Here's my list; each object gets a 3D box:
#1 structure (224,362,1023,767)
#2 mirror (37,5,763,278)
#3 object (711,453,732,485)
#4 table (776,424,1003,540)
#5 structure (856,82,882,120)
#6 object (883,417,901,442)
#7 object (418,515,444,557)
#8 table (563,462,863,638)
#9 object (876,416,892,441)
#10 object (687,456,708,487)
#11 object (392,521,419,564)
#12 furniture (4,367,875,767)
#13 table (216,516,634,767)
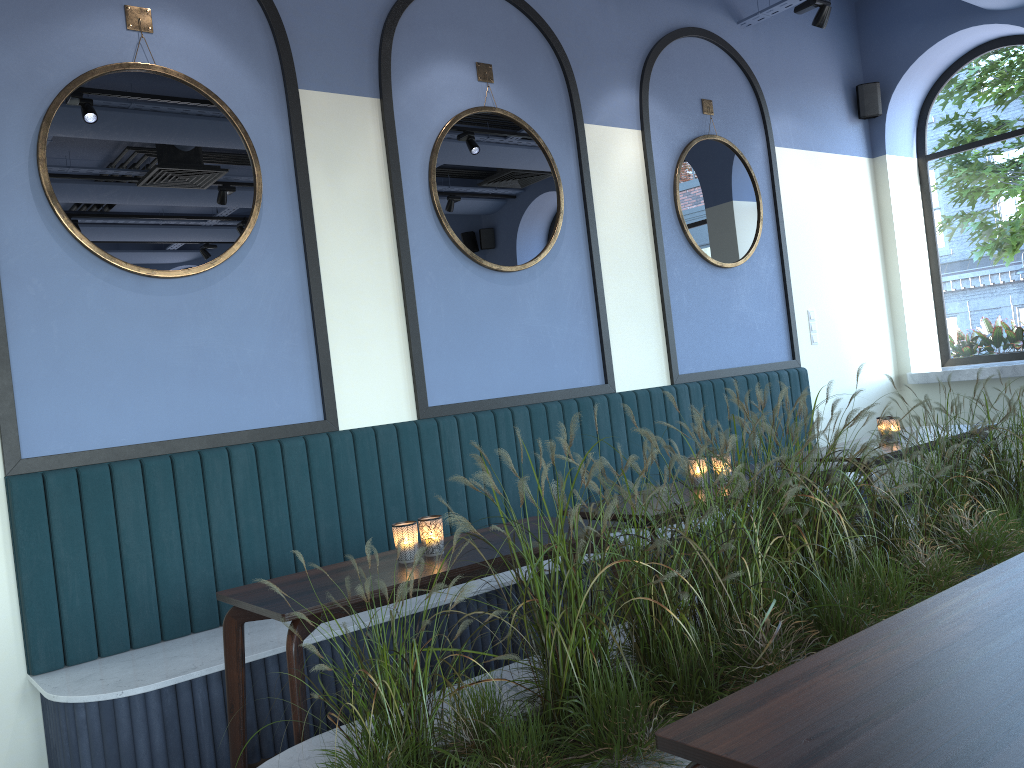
[{"bbox_3d":[1.375,0.503,3.026,4.878,1.207,1.143,-7,0,-37],"label":"structure"},{"bbox_3d":[-0.051,-1.123,4.599,4.357,1.089,0.026,-7,0,-38],"label":"mirror"},{"bbox_3d":[0.869,0.351,3.664,0.078,0.120,0.078,-7,0,35],"label":"object"},{"bbox_3d":[1.975,0.661,4.516,1.332,0.755,0.548,-7,0,-38],"label":"table"},{"bbox_3d":[0.154,-1.857,0.666,7.261,0.268,13.143,-7,0,35],"label":"structure"},{"bbox_3d":[1.910,0.229,4.450,0.078,0.120,0.078,-7,0,35],"label":"object"},{"bbox_3d":[-0.254,0.483,2.817,0.078,0.120,0.078,-7,0,-21],"label":"object"},{"bbox_3d":[0.879,0.790,3.656,1.332,0.755,0.548,-7,0,-38],"label":"table"},{"bbox_3d":[1.917,0.228,4.548,0.078,0.120,0.078,-7,0,35],"label":"object"},{"bbox_3d":[0.772,0.363,3.671,0.078,0.120,0.078,-7,0,35],"label":"object"},{"bbox_3d":[-0.328,0.492,2.753,0.078,0.120,0.078,-7,0,-21],"label":"object"},{"bbox_3d":[1.586,0.506,2.757,4.800,1.150,4.703,-7,0,-38],"label":"furniture"},{"bbox_3d":[-0.200,0.917,2.808,1.285,0.755,0.548,-7,0,-38],"label":"table"}]
